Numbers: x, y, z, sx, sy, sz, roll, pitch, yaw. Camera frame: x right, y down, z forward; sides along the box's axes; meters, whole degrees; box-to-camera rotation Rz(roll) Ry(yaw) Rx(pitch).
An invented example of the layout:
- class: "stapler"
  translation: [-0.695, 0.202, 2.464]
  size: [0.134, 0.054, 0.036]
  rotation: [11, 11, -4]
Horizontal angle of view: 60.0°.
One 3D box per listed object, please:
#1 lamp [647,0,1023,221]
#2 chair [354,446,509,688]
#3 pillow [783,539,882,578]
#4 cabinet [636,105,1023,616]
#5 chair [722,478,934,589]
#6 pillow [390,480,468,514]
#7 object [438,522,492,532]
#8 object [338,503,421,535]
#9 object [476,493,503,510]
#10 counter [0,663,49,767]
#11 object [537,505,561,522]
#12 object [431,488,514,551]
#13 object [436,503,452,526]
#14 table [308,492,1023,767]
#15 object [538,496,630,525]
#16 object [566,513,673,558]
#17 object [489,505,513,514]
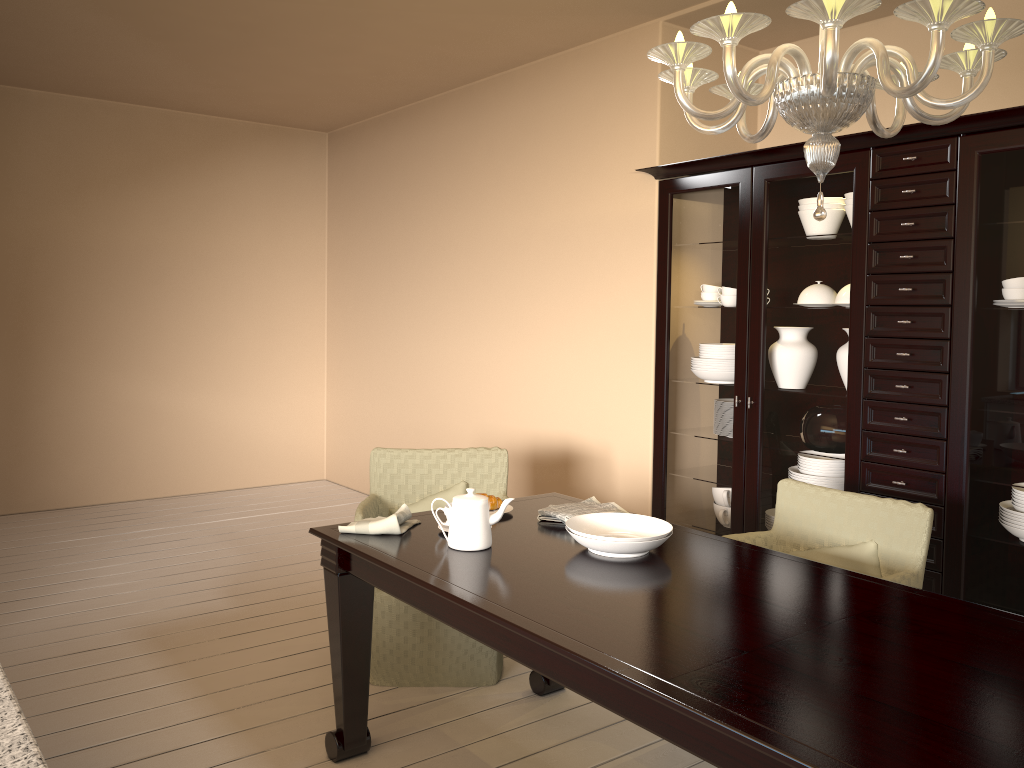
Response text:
- class: "lamp"
  translation: [0.619, -0.885, 1.735]
  size: [0.675, 1.126, 0.702]
  rotation: [0, 3, -19]
- class: "chair"
  translation: [-0.280, 0.661, 3.234]
  size: [0.563, 0.800, 0.562]
  rotation: [1, 3, -1]
- class: "pillow"
  translation: [0.931, 0.597, 2.640]
  size: [0.192, 0.294, 0.441]
  rotation: [-2, 5, -38]
- class: "cabinet"
  translation: [1.638, 0.040, 3.256]
  size: [0.888, 1.837, 2.493]
  rotation: [-1, 4, -37]
- class: "chair"
  translation: [0.833, 0.729, 2.600]
  size: [0.561, 0.800, 0.564]
  rotation: [-1, 4, -31]
- class: "pillow"
  translation: [-0.273, 0.523, 3.338]
  size: [0.316, 0.294, 0.248]
  rotation: [-1, 4, -24]
- class: "object"
  translation: [-0.134, 0.412, 2.527]
  size: [0.154, 0.012, 0.154]
  rotation: [2, 5, 13]
- class: "object"
  translation: [-0.384, 0.381, 2.547]
  size: [0.197, 0.063, 0.205]
  rotation: [2, 5, 15]
- class: "object"
  translation: [-0.096, 0.368, 2.773]
  size: [0.138, 0.051, 0.062]
  rotation: [-1, 4, -18]
- class: "counter"
  translation: [-0.411, 0.447, 0.299]
  size: [0.652, 0.067, 4.246]
  rotation: [-3, 6, -37]
- class: "object"
  translation: [0.208, 0.401, 2.706]
  size: [0.232, 0.026, 0.165]
  rotation: [2, 5, 18]
- class: "object"
  translation: [-0.106, 0.354, 2.363]
  size: [0.198, 0.155, 0.118]
  rotation: [-1, 4, -31]
- class: "object"
  translation: [-0.136, 0.382, 2.523]
  size: [0.125, 0.069, 0.116]
  rotation: [-3, 6, -44]
- class: "table"
  translation: [0.381, 0.792, 2.037]
  size: [0.919, 0.652, 1.994]
  rotation: [-2, 5, -37]
- class: "object"
  translation: [0.219, 0.390, 2.670]
  size: [0.233, 0.051, 0.165]
  rotation: [-3, 6, -37]
- class: "object"
  translation: [0.283, 0.406, 2.349]
  size: [0.282, 0.066, 0.282]
  rotation: [-3, 6, -43]
- class: "object"
  translation: [-0.094, 0.392, 2.762]
  size: [0.194, 0.014, 0.194]
  rotation: [3, 5, 28]
